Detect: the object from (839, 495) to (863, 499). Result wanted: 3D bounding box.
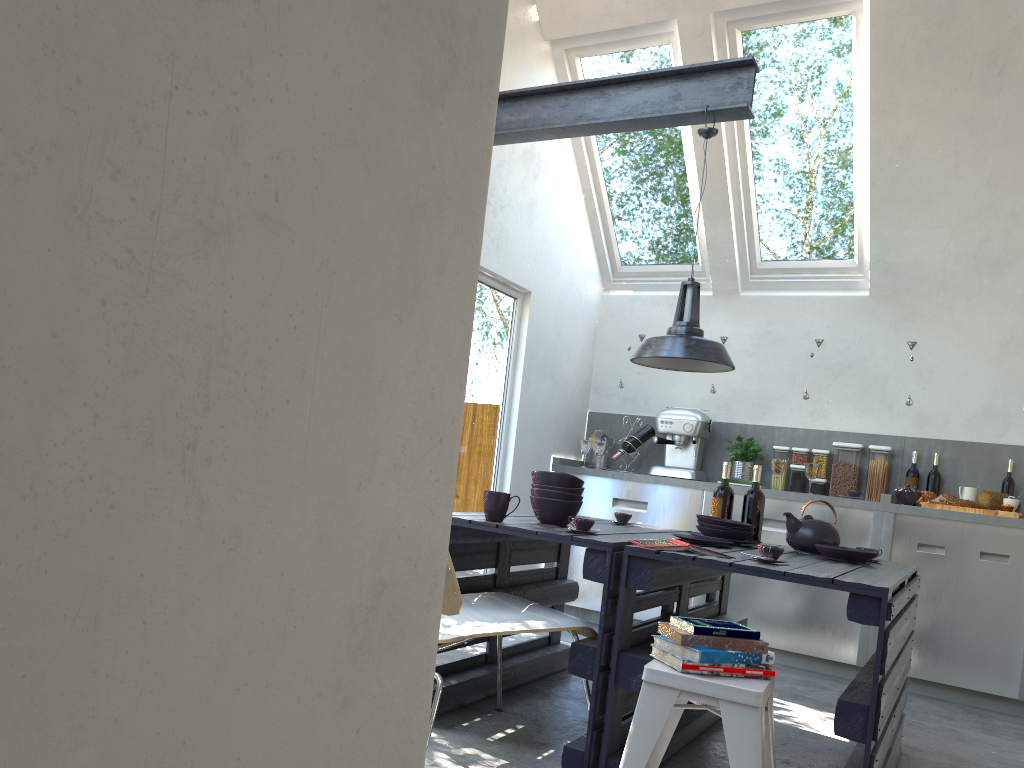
[{"bbox_3d":[1.996,0.667,5.143,0.134,0.013,0.027,6,-4,7],"label":"object"}]

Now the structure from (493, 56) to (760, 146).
[{"bbox_3d":[-0.128,-1.299,4.315,2.654,0.208,0.129,4,-3,31],"label":"structure"}]

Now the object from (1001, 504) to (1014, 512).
[{"bbox_3d":[2.695,0.674,4.756,0.061,0.046,0.057,6,-3,15],"label":"object"}]

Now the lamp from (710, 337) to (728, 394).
[{"bbox_3d":[1.405,-0.134,5.923,0.061,0.435,0.327,7,-2,18],"label":"lamp"}]

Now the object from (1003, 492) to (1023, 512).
[{"bbox_3d":[2.738,0.646,4.797,0.071,0.121,0.075,7,-1,-15],"label":"object"}]

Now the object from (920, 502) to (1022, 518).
[{"bbox_3d":[2.568,0.711,4.912,0.495,0.028,0.293,4,-6,31],"label":"object"}]

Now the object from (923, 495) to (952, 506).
[{"bbox_3d":[2.448,0.666,5.054,0.191,0.059,0.207,11,-6,-39],"label":"object"}]

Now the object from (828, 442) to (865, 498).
[{"bbox_3d":[2.113,0.554,5.540,0.184,0.354,0.121,6,0,30],"label":"object"}]

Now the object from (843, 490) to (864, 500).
[{"bbox_3d":[2.025,0.657,5.172,0.123,0.056,0.110,3,-6,45],"label":"object"}]

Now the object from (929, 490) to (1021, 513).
[{"bbox_3d":[2.593,0.645,4.914,0.456,0.112,0.126,7,-3,3],"label":"object"}]

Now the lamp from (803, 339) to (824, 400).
[{"bbox_3d":[1.921,-0.100,5.602,0.063,0.437,0.316,7,-1,29],"label":"lamp"}]

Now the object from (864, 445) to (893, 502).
[{"bbox_3d":[2.276,0.565,5.442,0.134,0.354,0.122,7,0,29],"label":"object"}]

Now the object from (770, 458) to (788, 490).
[{"bbox_3d":[1.631,0.557,5.377,0.096,0.192,0.100,7,-1,-11],"label":"object"}]

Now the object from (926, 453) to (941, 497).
[{"bbox_3d":[2.547,0.588,5.282,0.076,0.345,0.068,7,0,33],"label":"object"}]

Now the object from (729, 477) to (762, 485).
[{"bbox_3d":[1.440,0.616,5.558,0.134,0.053,0.292,11,-7,-44],"label":"object"}]

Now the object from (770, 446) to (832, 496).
[{"bbox_3d":[1.865,0.565,5.671,0.359,0.294,0.101,5,-1,31],"label":"object"}]

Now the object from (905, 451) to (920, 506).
[{"bbox_3d":[2.446,0.581,5.344,0.076,0.345,0.069,7,0,23],"label":"object"}]

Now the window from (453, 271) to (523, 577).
[{"bbox_3d":[-0.287,0.403,5.245,0.062,2.128,0.937,7,0,29],"label":"window"}]

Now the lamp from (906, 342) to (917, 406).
[{"bbox_3d":[2.424,-0.069,5.299,0.061,0.435,0.327,7,-2,18],"label":"lamp"}]

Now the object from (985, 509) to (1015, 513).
[{"bbox_3d":[2.640,0.689,4.751,0.019,0.003,0.205,11,-6,-37],"label":"object"}]

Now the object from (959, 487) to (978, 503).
[{"bbox_3d":[2.616,0.651,5.008,0.085,0.119,0.086,8,-2,-38],"label":"object"}]

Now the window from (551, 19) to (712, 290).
[{"bbox_3d":[0.864,-1.433,5.859,0.874,1.395,1.415,6,-2,29],"label":"window"}]

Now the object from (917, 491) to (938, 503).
[{"bbox_3d":[2.407,0.656,5.069,0.115,0.076,0.123,8,-4,-17],"label":"object"}]

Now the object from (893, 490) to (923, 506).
[{"bbox_3d":[2.263,0.657,5.009,0.144,0.079,0.150,8,-4,-12],"label":"object"}]

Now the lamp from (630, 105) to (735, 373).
[{"bbox_3d":[0.782,-0.623,3.719,0.453,1.096,0.409,7,0,30],"label":"lamp"}]

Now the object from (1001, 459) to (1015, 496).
[{"bbox_3d":[2.879,0.609,5.079,0.065,0.345,0.059,7,0,33],"label":"object"}]

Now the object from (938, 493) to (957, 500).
[{"bbox_3d":[2.525,0.671,5.070,0.115,0.077,0.123,8,-4,-17],"label":"object"}]

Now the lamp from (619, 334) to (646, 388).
[{"bbox_3d":[0.855,-0.168,6.255,0.063,0.437,0.316,7,-1,29],"label":"lamp"}]

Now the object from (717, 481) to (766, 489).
[{"bbox_3d":[1.457,0.640,5.548,0.275,0.012,0.173,4,-6,28],"label":"object"}]

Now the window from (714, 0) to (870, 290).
[{"bbox_3d":[1.747,-1.384,5.309,0.874,1.388,1.408,6,-2,29],"label":"window"}]

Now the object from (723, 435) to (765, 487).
[{"bbox_3d":[1.526,0.509,5.797,0.241,0.341,0.258,7,-2,-17],"label":"object"}]

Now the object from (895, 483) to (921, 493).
[{"bbox_3d":[2.269,0.607,5.008,0.165,0.095,0.137,6,-4,16],"label":"object"}]

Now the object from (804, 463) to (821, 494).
[{"bbox_3d":[1.846,0.586,5.402,0.102,0.192,0.095,7,-1,18],"label":"object"}]

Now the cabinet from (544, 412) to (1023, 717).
[{"bbox_3d":[1.649,0.986,5.566,2.999,1.477,0.540,4,-2,31],"label":"cabinet"}]
